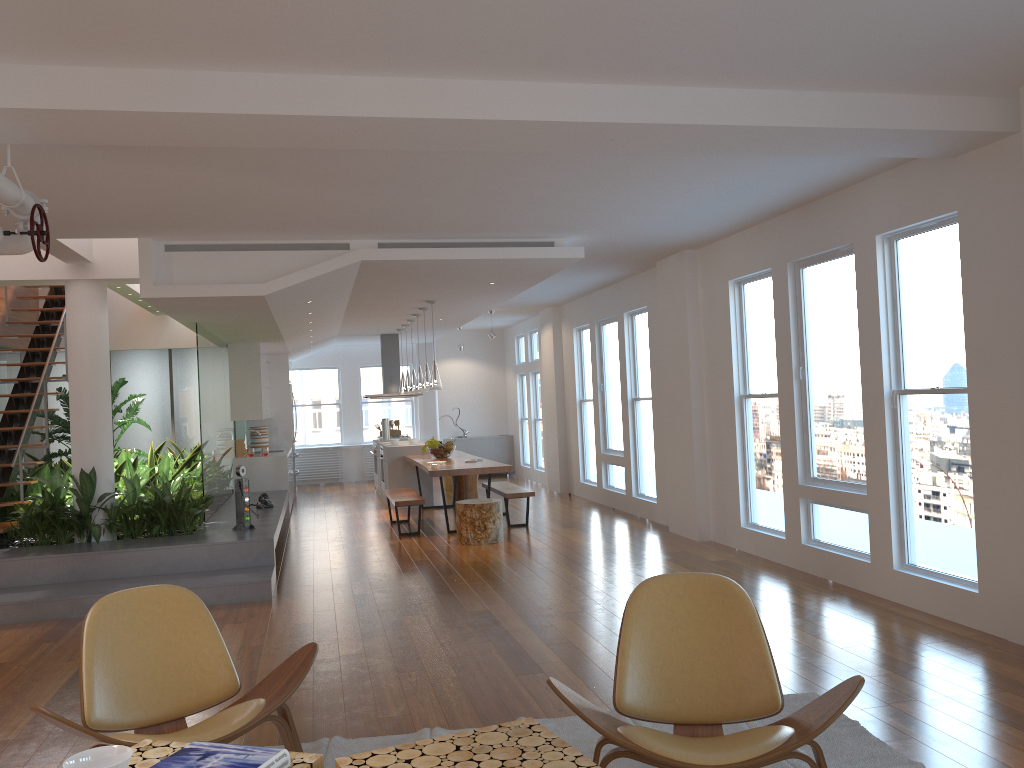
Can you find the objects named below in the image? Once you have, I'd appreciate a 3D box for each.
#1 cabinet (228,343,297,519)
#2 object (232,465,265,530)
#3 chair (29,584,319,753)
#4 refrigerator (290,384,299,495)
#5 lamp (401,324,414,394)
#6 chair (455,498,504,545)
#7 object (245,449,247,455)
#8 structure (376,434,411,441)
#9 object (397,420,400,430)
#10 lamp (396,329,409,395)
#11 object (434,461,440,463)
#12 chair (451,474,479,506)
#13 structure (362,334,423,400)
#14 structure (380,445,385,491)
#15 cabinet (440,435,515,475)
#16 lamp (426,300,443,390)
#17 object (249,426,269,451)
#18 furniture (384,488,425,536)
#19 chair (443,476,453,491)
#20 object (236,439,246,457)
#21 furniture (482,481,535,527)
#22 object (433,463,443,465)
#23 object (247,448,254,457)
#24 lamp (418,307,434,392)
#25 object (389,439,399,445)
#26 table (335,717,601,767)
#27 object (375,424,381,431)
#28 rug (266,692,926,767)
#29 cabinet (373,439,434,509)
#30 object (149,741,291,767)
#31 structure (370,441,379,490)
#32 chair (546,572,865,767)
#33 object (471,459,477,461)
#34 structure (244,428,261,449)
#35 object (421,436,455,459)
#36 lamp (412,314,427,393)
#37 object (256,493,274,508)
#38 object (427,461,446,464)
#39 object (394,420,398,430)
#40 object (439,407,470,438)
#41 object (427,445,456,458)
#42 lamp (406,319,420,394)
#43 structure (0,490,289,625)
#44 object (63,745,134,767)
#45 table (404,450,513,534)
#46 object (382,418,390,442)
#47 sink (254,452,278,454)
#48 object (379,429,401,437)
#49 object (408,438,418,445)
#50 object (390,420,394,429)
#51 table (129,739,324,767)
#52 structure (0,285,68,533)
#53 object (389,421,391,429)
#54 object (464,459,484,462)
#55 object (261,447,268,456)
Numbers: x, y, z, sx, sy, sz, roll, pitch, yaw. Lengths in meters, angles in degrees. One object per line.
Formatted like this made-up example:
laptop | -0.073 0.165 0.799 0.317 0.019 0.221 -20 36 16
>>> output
cabinet | -3.720 0.676 13.535 0.676 2.280 4.565 -2 -1 -13
object | -2.294 0.990 7.738 0.318 0.565 0.134 -3 -1 24
chair | -1.114 1.146 3.121 0.856 0.752 0.867 -3 -1 -7
refrigerator | -3.817 0.908 14.268 0.725 1.772 0.908 -2 -1 -13
lamp | -1.494 -0.386 12.629 0.160 1.060 0.160 -3 -1 14
chair | -0.321 1.363 8.809 0.460 0.400 0.460 -3 -1 -3
object | -3.639 0.879 12.009 0.100 0.170 0.173 -3 -1 -11
structure | -1.904 0.861 14.270 0.520 0.073 0.650 -2 -1 -13
object | -1.890 0.746 14.744 0.057 0.294 0.030 -2 -1 -13
lamp | -1.651 -0.367 13.335 0.160 1.060 0.160 -3 -1 14
object | -0.857 0.892 10.089 0.079 0.030 0.070 -4 -1 41
chair | -0.633 1.410 12.033 0.396 0.455 0.402 -2 -1 -23
structure | -1.958 -0.469 14.266 0.909 1.405 0.900 -2 -1 -13
structure | -1.860 1.218 12.812 0.072 0.648 0.644 -2 -1 -13
cabinet | -0.637 1.333 16.314 1.309 0.725 0.420 -2 -1 -13
lamp | -0.866 -0.462 9.807 0.160 1.060 0.160 -3 -1 14
object | -3.728 0.809 13.068 0.267 0.356 0.266 -3 -1 13
furniture | -1.215 1.434 9.980 0.316 0.389 1.433 -2 -1 -13
chair | -0.912 1.466 14.240 0.344 0.430 0.549 -3 -1 -9
object | -3.600 0.847 11.764 0.104 0.222 0.200 -2 -1 -13
furniture | -0.052 1.383 10.240 0.316 0.389 1.433 -2 -1 -13
object | -0.841 0.898 9.954 0.149 0.014 0.044 -2 -1 -14
object | -3.401 0.888 11.530 0.094 0.106 0.094 -3 -1 -7
lamp | -1.023 -0.443 10.512 0.160 1.060 0.160 -3 -1 14
object | -1.646 0.813 12.407 0.152 0.082 0.152 -3 -1 27
table | -0.084 1.191 2.116 0.548 0.534 0.489 -2 -1 -24
object | -2.172 0.774 14.677 0.199 0.259 0.016 -3 -1 -2
rug | -0.119 1.416 2.078 3.525 0.057 3.478 -3 -1 -8
cabinet | -1.685 1.287 13.365 0.597 0.832 2.936 -2 -1 -13
object | -0.729 0.929 2.066 0.279 0.048 0.334 -3 -1 18
structure | -1.923 1.288 14.243 0.649 0.735 0.890 -2 -1 -13
chair | 0.651 1.058 2.781 0.856 0.752 0.867 -3 -1 38
object | -0.435 0.873 10.134 0.079 0.030 0.070 -3 -1 31
structure | -3.659 0.892 12.513 0.248 0.536 0.115 -2 -1 -12
object | -0.909 0.791 11.094 0.292 0.284 0.394 -4 -1 41
lamp | -1.180 -0.424 11.218 0.160 1.060 0.160 -3 -1 14
object | -2.642 1.235 9.413 0.181 0.155 0.216 -4 -1 42
object | -0.856 0.898 10.089 0.222 0.020 0.222 -3 -1 28
object | -1.922 0.747 14.719 0.068 0.298 0.039 -2 -1 -13
object | -1.033 0.705 16.198 0.590 0.563 0.210 -2 -1 -41
object | -0.878 0.852 11.084 0.360 0.159 0.360 -4 -1 41
lamp | -1.337 -0.405 11.923 0.160 1.060 0.160 -3 -1 14
structure | -3.892 1.556 8.946 3.088 0.386 5.584 -2 -1 -13
object | -0.976 0.925 2.097 0.152 0.082 0.152 -3 -1 38
table | -1.053 1.300 12.074 0.893 0.704 5.996 -2 -1 -13
object | -1.951 0.713 13.794 0.120 0.356 0.172 -3 -1 36
sink | -3.453 1.080 12.524 0.449 0.192 0.666 -2 -1 -13
object | -2.016 0.829 14.703 0.353 0.157 0.084 -2 -1 -13
object | -1.376 0.799 12.341 0.152 0.082 0.152 -3 -1 38
object | -1.984 0.749 14.702 0.057 0.299 0.019 -2 -1 -13
table | -0.803 1.224 2.107 0.548 0.534 0.489 -3 -1 18
structure | -4.340 -0.501 9.581 2.552 4.265 4.591 -2 -1 -13
object | -2.022 0.751 14.714 0.061 0.299 0.040 -2 -1 -15
object | -0.435 0.879 10.134 0.222 0.020 0.222 -2 -1 -21
object | -3.214 0.879 11.524 0.094 0.106 0.094 -3 -1 -7
